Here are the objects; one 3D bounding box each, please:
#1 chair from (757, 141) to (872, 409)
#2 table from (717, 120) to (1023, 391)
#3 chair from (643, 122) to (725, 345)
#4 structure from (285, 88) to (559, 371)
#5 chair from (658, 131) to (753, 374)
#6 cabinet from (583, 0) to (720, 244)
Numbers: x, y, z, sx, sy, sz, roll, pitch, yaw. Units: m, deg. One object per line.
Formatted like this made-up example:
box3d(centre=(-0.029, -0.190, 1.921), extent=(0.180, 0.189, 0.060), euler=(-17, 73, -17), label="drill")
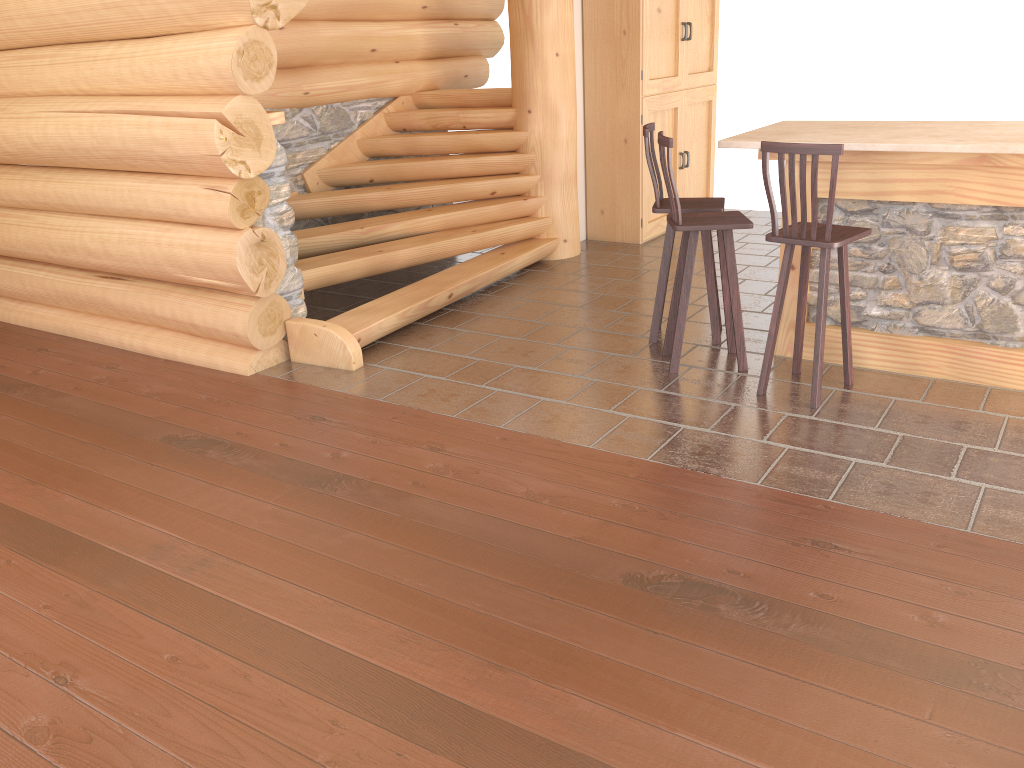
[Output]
box3d(centre=(1.535, -0.580, 4.538), extent=(0.406, 1.319, 0.504), euler=(16, 28, 41), label="chair")
box3d(centre=(2.842, -0.708, 4.777), extent=(3.220, 1.257, 1.196), euler=(11, 25, 32), label="table")
box3d(centre=(1.068, -0.928, 5.510), extent=(0.504, 1.319, 0.406), euler=(2, 22, 13), label="chair")
box3d(centre=(-1.041, -1.571, 7.037), extent=(1.951, 1.643, 3.604), euler=(8, 24, 26), label="structure")
box3d(centre=(1.078, -0.742, 5.023), extent=(0.504, 1.319, 0.406), euler=(-2, 21, 3), label="chair")
box3d(centre=(1.424, -2.772, 8.746), extent=(0.670, 2.403, 1.847), euler=(11, 25, 32), label="cabinet")
